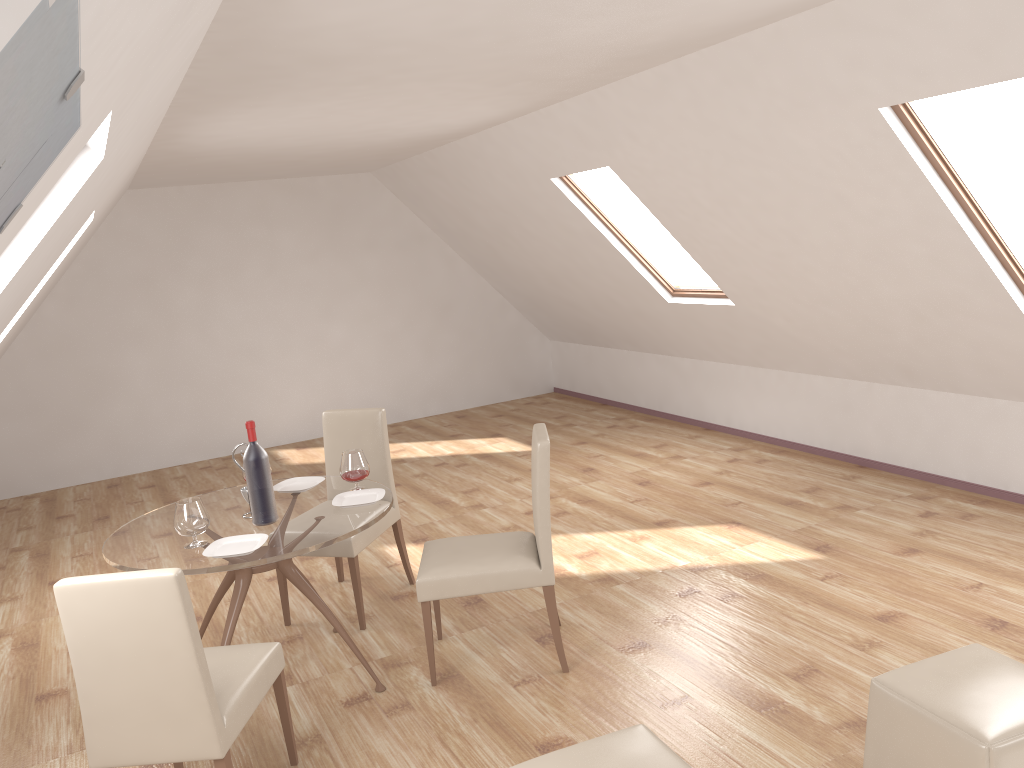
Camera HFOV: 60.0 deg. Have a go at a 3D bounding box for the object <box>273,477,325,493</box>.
[{"bbox_3d":[-1.012,0.481,4.200,0.228,0.020,0.228,-3,10,20],"label":"object"}]

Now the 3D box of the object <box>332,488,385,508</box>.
[{"bbox_3d":[-0.665,0.501,3.862,0.228,0.020,0.228,-7,10,-2],"label":"object"}]

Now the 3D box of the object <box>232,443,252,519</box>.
[{"bbox_3d":[-1.129,0.409,3.793,0.096,0.322,0.086,-1,11,28],"label":"object"}]

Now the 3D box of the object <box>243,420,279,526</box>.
[{"bbox_3d":[-1.048,0.365,3.659,0.109,0.435,0.109,-11,11,-28],"label":"object"}]

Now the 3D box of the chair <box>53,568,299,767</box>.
[{"bbox_3d":[-1.084,0.994,2.934,0.477,0.999,0.618,-6,10,3],"label":"chair"}]

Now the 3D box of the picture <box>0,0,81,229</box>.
[{"bbox_3d":[-0.683,0.117,0.776,0.683,0.738,0.650,-11,11,-24],"label":"picture"}]

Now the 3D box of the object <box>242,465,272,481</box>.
[{"bbox_3d":[-1.206,0.420,4.198,0.136,0.183,0.136,3,13,43],"label":"object"}]

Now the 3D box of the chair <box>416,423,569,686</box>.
[{"bbox_3d":[-0.102,0.722,3.900,0.618,0.999,0.477,-6,10,0],"label":"chair"}]

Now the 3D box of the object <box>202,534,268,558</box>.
[{"bbox_3d":[-1.054,0.624,3.391,0.228,0.020,0.228,-6,10,1],"label":"object"}]

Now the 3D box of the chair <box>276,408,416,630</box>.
[{"bbox_3d":[-0.902,0.681,4.650,0.477,0.999,0.618,-3,10,20],"label":"chair"}]

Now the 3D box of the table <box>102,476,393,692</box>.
[{"bbox_3d":[-1.072,0.945,3.882,1.198,0.770,1.198,-7,10,-4],"label":"table"}]

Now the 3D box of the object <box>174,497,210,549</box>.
[{"bbox_3d":[-1.260,0.546,3.494,0.136,0.183,0.136,-6,10,2],"label":"object"}]

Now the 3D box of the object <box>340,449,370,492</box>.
[{"bbox_3d":[-0.715,0.394,4.036,0.136,0.183,0.136,3,13,43],"label":"object"}]

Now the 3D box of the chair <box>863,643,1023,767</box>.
[{"bbox_3d":[1.410,1.076,2.653,0.506,0.394,0.506,-10,10,-20],"label":"chair"}]

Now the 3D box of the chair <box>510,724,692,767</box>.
[{"bbox_3d":[0.284,1.241,2.397,0.506,0.394,0.506,-10,10,-20],"label":"chair"}]
